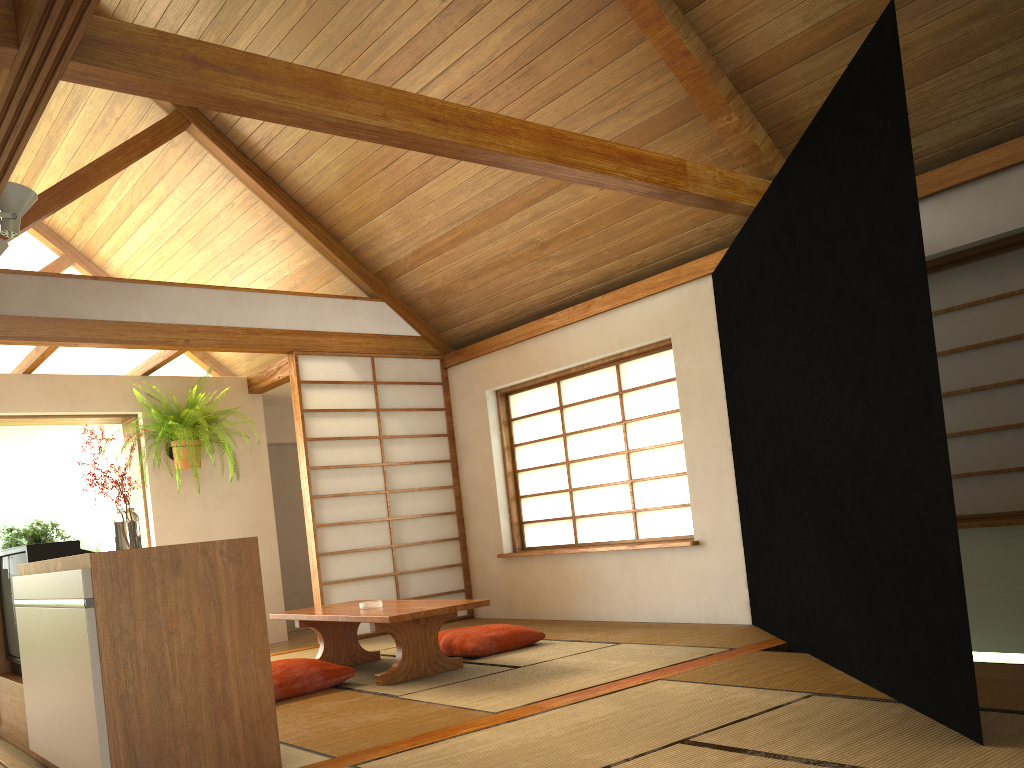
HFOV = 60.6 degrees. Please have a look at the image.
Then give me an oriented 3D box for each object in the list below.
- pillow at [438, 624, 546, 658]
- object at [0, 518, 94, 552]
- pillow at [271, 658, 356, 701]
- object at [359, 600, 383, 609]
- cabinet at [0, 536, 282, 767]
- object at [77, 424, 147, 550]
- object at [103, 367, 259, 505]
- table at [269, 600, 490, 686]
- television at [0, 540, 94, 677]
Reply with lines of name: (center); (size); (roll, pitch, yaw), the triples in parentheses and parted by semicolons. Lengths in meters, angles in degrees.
pillow: (-0.202, 1.452, 4.986); (0.518, 0.131, 0.609); (1, -11, -39)
object: (-2.554, 0.896, 4.633); (0.513, 0.374, 0.561); (-8, -7, 11)
pillow: (-1.137, 1.434, 4.288); (0.517, 0.147, 0.610); (2, -12, -44)
object: (-0.735, 1.151, 4.565); (0.127, 0.030, 0.113); (-10, -9, 25)
cabinet: (-1.873, 1.121, 3.720); (0.517, 0.733, 2.872); (-3, -8, -40)
object: (-1.492, 0.388, 3.280); (0.221, 0.497, 0.243); (-5, -3, -33)
object: (-2.506, 0.410, 6.882); (1.144, 1.120, 1.184); (-11, -7, 44)
table: (-0.717, 1.338, 4.588); (0.559, 0.334, 1.303); (-1, -10, -39)
television: (-1.869, 0.948, 3.741); (0.456, 0.535, 0.694); (-3, -7, -39)
